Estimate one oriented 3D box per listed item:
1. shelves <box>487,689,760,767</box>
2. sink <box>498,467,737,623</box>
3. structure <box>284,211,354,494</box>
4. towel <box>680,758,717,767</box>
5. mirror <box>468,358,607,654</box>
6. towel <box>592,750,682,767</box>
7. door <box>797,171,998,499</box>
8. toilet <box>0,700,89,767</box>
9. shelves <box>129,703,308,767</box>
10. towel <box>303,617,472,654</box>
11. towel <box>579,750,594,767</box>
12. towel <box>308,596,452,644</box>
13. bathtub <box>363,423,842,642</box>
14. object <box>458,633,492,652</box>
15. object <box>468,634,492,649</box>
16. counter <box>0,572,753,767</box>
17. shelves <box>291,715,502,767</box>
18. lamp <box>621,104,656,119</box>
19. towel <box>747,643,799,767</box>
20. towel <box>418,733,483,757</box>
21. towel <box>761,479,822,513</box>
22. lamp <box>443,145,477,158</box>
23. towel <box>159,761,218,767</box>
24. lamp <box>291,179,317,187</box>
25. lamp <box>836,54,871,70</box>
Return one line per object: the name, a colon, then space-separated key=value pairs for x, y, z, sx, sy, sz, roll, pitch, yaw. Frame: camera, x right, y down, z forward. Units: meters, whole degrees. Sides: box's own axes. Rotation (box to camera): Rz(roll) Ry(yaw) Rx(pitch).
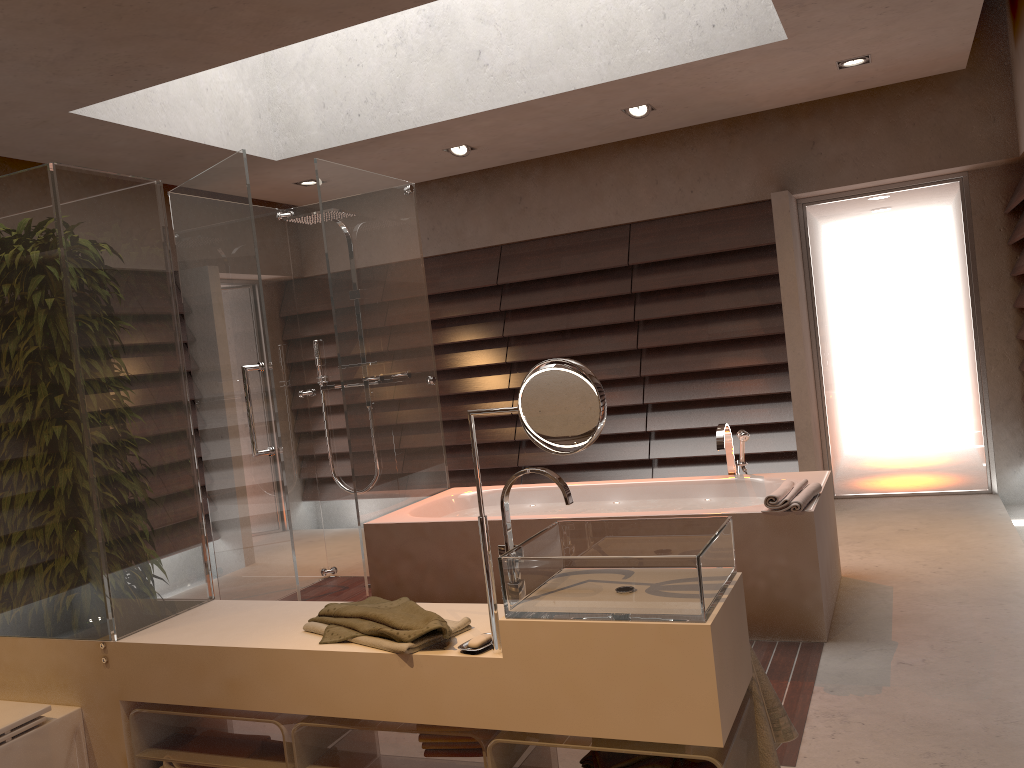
shelves: x=0.254 y=0.911 z=1.879 sx=0.487 sy=0.436 sz=0.368 roll=-6 pitch=2 yaw=24
sink: x=0.192 y=0.346 z=1.869 sx=0.486 sy=0.357 sz=0.340 roll=-6 pitch=2 yaw=24
structure: x=-0.968 y=-0.134 z=4.935 sx=0.575 sy=1.578 sz=0.385 roll=-6 pitch=2 yaw=24
towel: x=0.323 y=0.789 z=1.779 sx=0.180 sy=0.040 sz=0.196 roll=-5 pitch=3 yaw=38
mirror: x=0.059 y=0.250 z=1.726 sx=0.316 sy=0.589 sz=0.074 roll=-5 pitch=2 yaw=26
towel: x=0.265 y=0.781 z=1.868 sx=0.192 sy=0.062 sz=0.192 roll=-6 pitch=2 yaw=3
door: x=2.462 y=-0.270 z=5.709 sx=1.007 sy=2.000 sz=0.090 roll=-6 pitch=2 yaw=24
toilet: x=-1.350 y=1.026 z=2.158 sx=0.357 sy=0.400 sz=0.468 roll=-6 pitch=2 yaw=24
shelves: x=-0.659 y=1.000 z=2.288 sx=0.487 sy=0.436 sz=0.368 roll=-6 pitch=2 yaw=24
towel: x=-0.295 y=0.560 z=2.067 sx=0.394 sy=0.027 sz=0.202 roll=-4 pitch=3 yaw=44
towel: x=0.267 y=0.793 z=1.918 sx=0.206 sy=0.034 sz=0.198 roll=-5 pitch=3 yaw=33
towel: x=-0.330 y=0.548 z=2.078 sx=0.258 sy=0.057 sz=0.571 roll=-7 pitch=2 yaw=-25
bathtub: x=0.430 y=0.642 z=4.176 sx=2.000 sy=0.761 sz=0.994 roll=-6 pitch=2 yaw=24
object: x=-0.065 y=0.549 z=1.873 sx=0.065 sy=0.011 sz=0.108 roll=-5 pitch=3 yaw=37
object: x=-0.065 y=0.542 z=1.873 sx=0.035 sy=0.016 sz=0.066 roll=-5 pitch=3 yaw=36
counter: x=-0.863 y=0.893 z=2.380 sx=2.931 sy=0.686 sz=0.350 roll=-6 pitch=2 yaw=24
shelves: x=-0.191 y=0.953 z=2.112 sx=0.487 sy=0.436 sz=0.368 roll=-6 pitch=2 yaw=22
lamp: x=0.717 y=-1.572 z=5.037 sx=0.165 sy=0.110 sz=0.170 roll=-6 pitch=2 yaw=24
towel: x=0.512 y=0.714 z=2.004 sx=0.252 sy=0.598 sz=0.121 roll=-6 pitch=2 yaw=8
towel: x=-0.095 y=0.794 z=2.110 sx=0.221 sy=0.098 sz=0.220 roll=-6 pitch=2 yaw=13
towel: x=1.105 y=0.434 z=3.501 sx=0.159 sy=0.068 sz=0.396 roll=-5 pitch=2 yaw=30
lamp: x=-0.327 y=-1.471 z=5.505 sx=0.165 sy=0.110 sz=0.170 roll=-6 pitch=2 yaw=24
towel: x=-0.775 y=0.987 z=2.310 sx=0.221 sy=0.098 sz=0.220 roll=-6 pitch=2 yaw=23
lamp: x=-1.370 y=-1.376 z=5.972 sx=0.165 sy=0.051 sz=0.170 roll=-6 pitch=2 yaw=24
lamp: x=1.759 y=-1.679 z=4.569 sx=0.165 sy=0.051 sz=0.170 roll=-6 pitch=2 yaw=24
